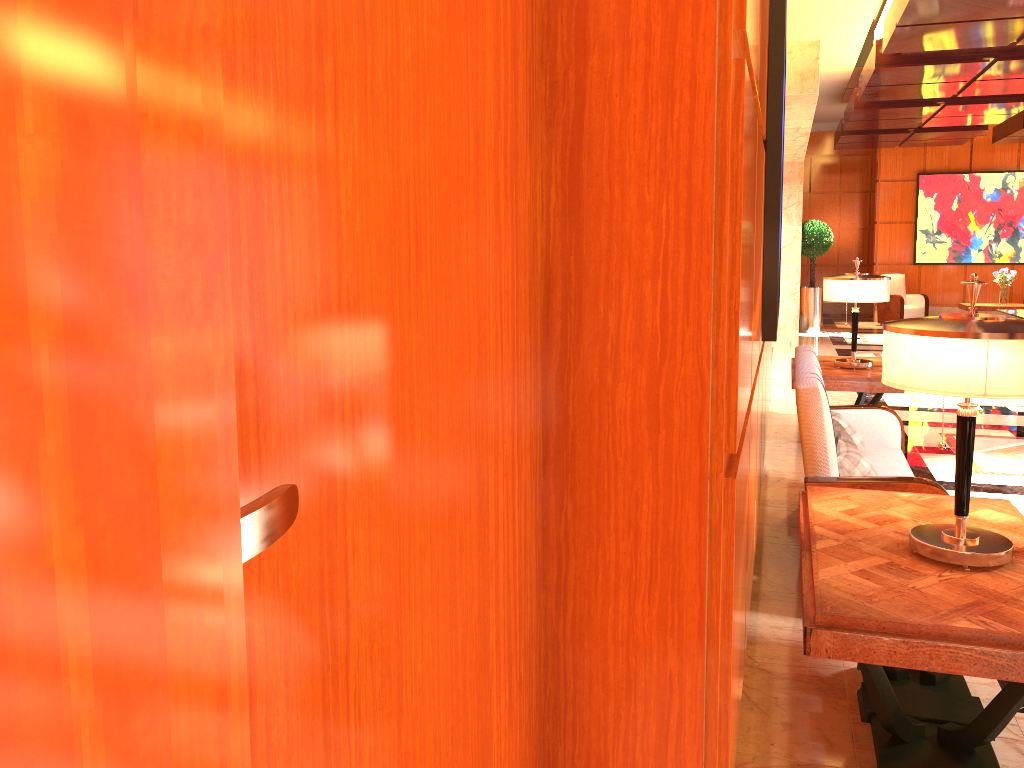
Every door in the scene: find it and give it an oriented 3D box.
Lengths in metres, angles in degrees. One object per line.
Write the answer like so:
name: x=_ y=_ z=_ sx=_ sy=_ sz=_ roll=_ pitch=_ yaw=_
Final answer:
door: x=-0.015 y=0.018 z=0.977 sx=0.340 sy=2.639 sz=1.544 roll=2 pitch=7 yaw=17

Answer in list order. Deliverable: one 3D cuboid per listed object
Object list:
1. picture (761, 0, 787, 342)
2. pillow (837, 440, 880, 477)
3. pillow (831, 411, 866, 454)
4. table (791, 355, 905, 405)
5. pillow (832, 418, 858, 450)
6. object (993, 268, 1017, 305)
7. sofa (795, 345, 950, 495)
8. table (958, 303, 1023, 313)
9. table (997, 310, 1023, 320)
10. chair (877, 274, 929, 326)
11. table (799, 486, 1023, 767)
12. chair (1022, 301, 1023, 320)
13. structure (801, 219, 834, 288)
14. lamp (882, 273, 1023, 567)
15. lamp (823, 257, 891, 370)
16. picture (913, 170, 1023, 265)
picture: x=1.273 y=-1.028 z=4.264 sx=0.056 sy=1.445 sz=2.006 roll=2 pitch=8 yaw=17
pillow: x=1.506 y=0.392 z=3.865 sx=0.195 sy=0.226 sz=0.345 roll=3 pitch=9 yaw=22
pillow: x=1.770 y=0.268 z=4.702 sx=0.202 sy=0.228 sz=0.274 roll=2 pitch=8 yaw=19
table: x=2.478 y=0.160 z=6.676 sx=0.726 sy=0.604 sz=1.276 roll=2 pitch=9 yaw=17
pillow: x=1.606 y=0.318 z=4.286 sx=0.160 sy=0.252 sz=0.359 roll=1 pitch=8 yaw=14
object: x=7.945 y=-1.577 z=14.308 sx=0.351 sy=0.593 sz=0.328 roll=5 pitch=9 yaw=37
sofa: x=1.678 y=0.356 z=4.288 sx=0.613 sy=0.928 sz=1.807 roll=2 pitch=9 yaw=17
table: x=7.926 y=-1.014 z=14.347 sx=1.168 sy=0.532 sz=0.728 roll=2 pitch=8 yaw=17
table: x=6.204 y=-0.355 z=9.415 sx=1.601 sy=0.741 sz=1.608 roll=2 pitch=9 yaw=17
chair: x=7.313 y=-1.578 z=16.618 sx=0.738 sy=0.956 sz=0.631 roll=-4 pitch=8 yaw=-24
table: x=1.242 y=0.781 z=2.665 sx=0.726 sy=0.604 sz=1.276 roll=2 pitch=9 yaw=17
chair: x=9.641 y=-1.485 z=15.912 sx=0.739 sy=0.956 sz=0.630 roll=5 pitch=9 yaw=36
structure: x=5.229 y=-2.021 z=15.454 sx=0.721 sy=1.705 sz=0.725 roll=-1 pitch=7 yaw=-5
lamp: x=1.284 y=0.086 z=2.500 sx=0.459 sy=0.790 sz=0.460 roll=-3 pitch=8 yaw=-21
lamp: x=2.500 y=-0.517 z=6.448 sx=0.459 sy=0.806 sz=0.460 roll=3 pitch=8 yaw=26
picture: x=8.687 y=-3.118 z=16.694 sx=1.997 sy=1.729 sz=0.057 roll=2 pitch=7 yaw=17
